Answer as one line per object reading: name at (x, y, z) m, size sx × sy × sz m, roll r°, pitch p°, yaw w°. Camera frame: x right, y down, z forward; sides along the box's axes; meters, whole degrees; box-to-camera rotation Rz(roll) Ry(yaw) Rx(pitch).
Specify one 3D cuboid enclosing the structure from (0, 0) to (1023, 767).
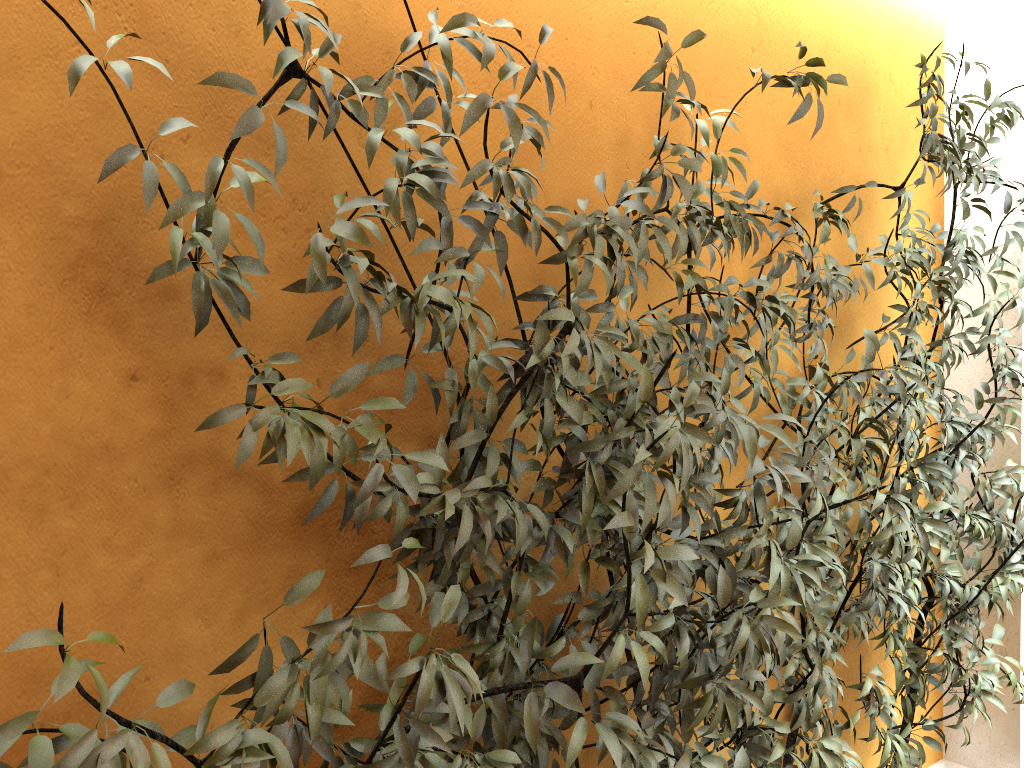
structure at (0.483, 0.220, 1.883) m, size 3.166 × 2.483 × 0.622 m, roll -1°, pitch 2°, yaw -40°
